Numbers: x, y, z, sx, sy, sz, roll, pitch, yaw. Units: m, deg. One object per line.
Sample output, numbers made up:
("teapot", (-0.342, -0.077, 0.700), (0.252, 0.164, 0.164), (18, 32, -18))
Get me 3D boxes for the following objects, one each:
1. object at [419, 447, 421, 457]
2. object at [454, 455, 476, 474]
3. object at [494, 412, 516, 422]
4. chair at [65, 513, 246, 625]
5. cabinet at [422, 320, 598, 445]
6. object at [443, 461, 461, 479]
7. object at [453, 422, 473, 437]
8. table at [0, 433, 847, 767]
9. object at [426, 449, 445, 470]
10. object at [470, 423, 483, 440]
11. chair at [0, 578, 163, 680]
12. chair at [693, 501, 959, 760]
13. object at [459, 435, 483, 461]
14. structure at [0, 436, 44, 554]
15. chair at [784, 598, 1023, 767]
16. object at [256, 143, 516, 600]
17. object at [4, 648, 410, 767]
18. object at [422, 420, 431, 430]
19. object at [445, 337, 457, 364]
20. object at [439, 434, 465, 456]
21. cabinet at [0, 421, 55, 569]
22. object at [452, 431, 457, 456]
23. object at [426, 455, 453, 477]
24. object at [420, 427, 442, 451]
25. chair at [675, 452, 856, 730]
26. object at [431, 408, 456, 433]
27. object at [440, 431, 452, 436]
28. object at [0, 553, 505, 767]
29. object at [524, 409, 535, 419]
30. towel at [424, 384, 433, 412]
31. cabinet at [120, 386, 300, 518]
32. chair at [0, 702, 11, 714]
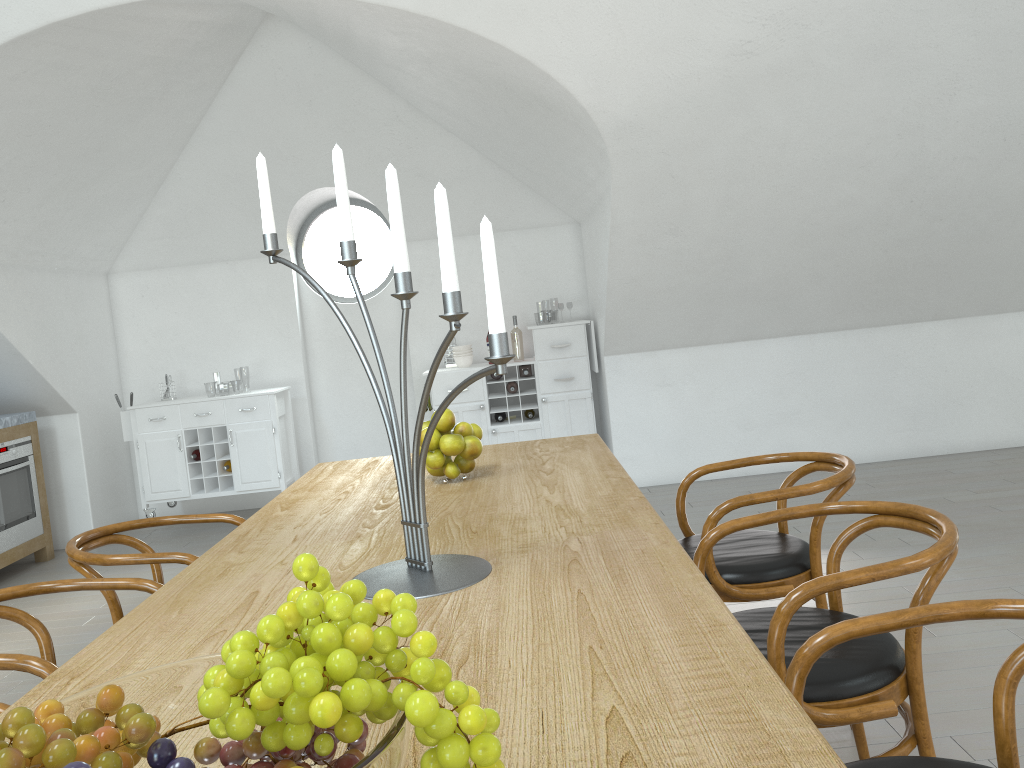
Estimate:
("object", (-0.257, 0.185, 2.571), (0.062, 0.059, 0.062), (-6, 4, 4))
("object", (-0.138, 0.229, 2.579), (0.063, 0.063, 0.064), (-5, 4, 11))
("object", (-0.048, 0.225, 6.378), (0.156, 0.085, 0.332), (-6, 4, 1))
("chair", (-0.990, 0.792, 2.731), (0.621, 0.734, 0.528), (-6, 3, -3))
("cabinet", (0.012, 0.174, 6.428), (1.242, 1.152, 0.611), (-6, 3, 0))
("object", (-0.171, 0.245, 2.519), (0.050, 0.050, 0.051), (-6, 4, 4))
("object", (-0.141, 0.137, 2.552), (0.058, 0.057, 0.053), (-5, 4, 15))
("table", (-0.146, 0.760, 1.545), (1.018, 0.797, 3.355), (-6, 4, 0))
("object", (-0.217, 0.213, 2.498), (0.060, 0.056, 0.059), (-6, 4, -5))
("object", (-0.117, 0.147, 2.604), (0.063, 0.063, 0.062), (-9, 5, -37))
("chair", (-0.997, 0.850, 2.008), (0.621, 0.734, 0.528), (-6, 3, 3))
("chair", (0.675, 0.675, 1.956), (0.621, 0.734, 0.528), (-6, 3, -5))
("object", (-0.120, 0.182, 2.525), (0.071, 0.072, 0.070), (-9, 4, -35))
("structure", (-3.314, 0.696, 5.337), (0.631, 0.635, 0.633), (-6, 4, 0))
("chair", (0.663, 0.734, 1.229), (0.621, 0.734, 0.528), (-6, 3, 0))
("object", (-0.246, -0.079, 1.671), (0.266, 0.874, 0.775), (-8, 4, -26))
("object", (-0.253, 0.358, 0.715), (0.360, 0.159, 0.360), (-8, 5, -19))
("object", (-0.250, 0.137, 2.601), (0.062, 0.059, 0.062), (-6, 4, 1))
("object", (-0.456, -0.250, 6.581), (0.115, 0.208, 0.065), (-6, 3, 2))
("object", (-0.168, 0.170, 2.483), (0.071, 0.064, 0.072), (-7, 4, -6))
("cabinet", (-3.456, 1.046, 2.535), (1.004, 1.020, 6.440), (-6, 4, 0))
("object", (-0.170, 0.174, 2.621), (0.076, 0.076, 0.077), (-9, 4, -33))
("object", (-0.211, 0.231, 2.573), (0.078, 0.074, 0.080), (-2, 5, 45))
("object", (-0.233, 0.158, 2.517), (0.066, 0.071, 0.072), (-8, 4, -30))
("chair", (0.741, 0.610, 2.678), (0.621, 0.734, 0.528), (-6, 3, 3))
("object", (-0.197, 0.104, 2.542), (0.072, 0.074, 0.072), (-6, 4, 0))
("object", (-0.200, 0.149, 2.583), (0.053, 0.050, 0.053), (-8, 4, -29))
("object", (-0.235, 0.294, 0.697), (0.394, 0.284, 0.292), (-9, 5, -36))
("object", (0.125, 0.210, 6.371), (0.081, 0.081, 0.359), (-6, 4, -2))
("towel", (-0.620, 0.098, 6.474), (0.049, 0.203, 0.150), (-6, 3, 1))
("cabinet", (-2.096, 0.483, 6.244), (1.134, 0.788, 0.497), (-6, 3, 0))
("chair", (-0.934, 0.901, 1.281), (0.621, 0.734, 0.528), (-6, 3, -3))
